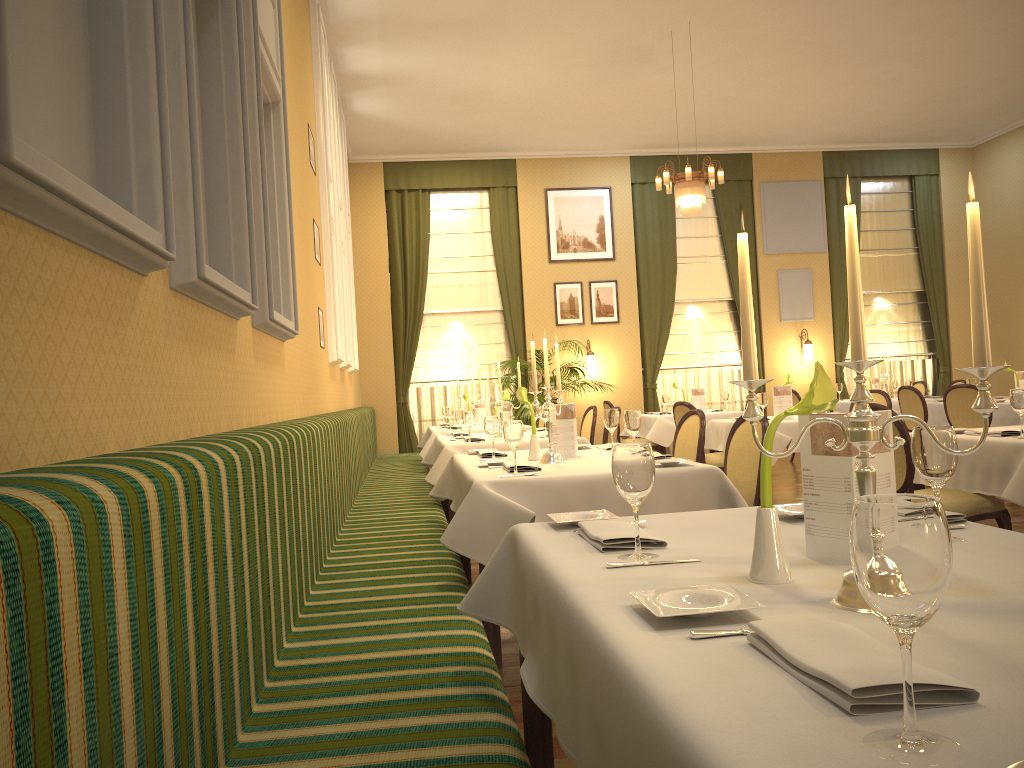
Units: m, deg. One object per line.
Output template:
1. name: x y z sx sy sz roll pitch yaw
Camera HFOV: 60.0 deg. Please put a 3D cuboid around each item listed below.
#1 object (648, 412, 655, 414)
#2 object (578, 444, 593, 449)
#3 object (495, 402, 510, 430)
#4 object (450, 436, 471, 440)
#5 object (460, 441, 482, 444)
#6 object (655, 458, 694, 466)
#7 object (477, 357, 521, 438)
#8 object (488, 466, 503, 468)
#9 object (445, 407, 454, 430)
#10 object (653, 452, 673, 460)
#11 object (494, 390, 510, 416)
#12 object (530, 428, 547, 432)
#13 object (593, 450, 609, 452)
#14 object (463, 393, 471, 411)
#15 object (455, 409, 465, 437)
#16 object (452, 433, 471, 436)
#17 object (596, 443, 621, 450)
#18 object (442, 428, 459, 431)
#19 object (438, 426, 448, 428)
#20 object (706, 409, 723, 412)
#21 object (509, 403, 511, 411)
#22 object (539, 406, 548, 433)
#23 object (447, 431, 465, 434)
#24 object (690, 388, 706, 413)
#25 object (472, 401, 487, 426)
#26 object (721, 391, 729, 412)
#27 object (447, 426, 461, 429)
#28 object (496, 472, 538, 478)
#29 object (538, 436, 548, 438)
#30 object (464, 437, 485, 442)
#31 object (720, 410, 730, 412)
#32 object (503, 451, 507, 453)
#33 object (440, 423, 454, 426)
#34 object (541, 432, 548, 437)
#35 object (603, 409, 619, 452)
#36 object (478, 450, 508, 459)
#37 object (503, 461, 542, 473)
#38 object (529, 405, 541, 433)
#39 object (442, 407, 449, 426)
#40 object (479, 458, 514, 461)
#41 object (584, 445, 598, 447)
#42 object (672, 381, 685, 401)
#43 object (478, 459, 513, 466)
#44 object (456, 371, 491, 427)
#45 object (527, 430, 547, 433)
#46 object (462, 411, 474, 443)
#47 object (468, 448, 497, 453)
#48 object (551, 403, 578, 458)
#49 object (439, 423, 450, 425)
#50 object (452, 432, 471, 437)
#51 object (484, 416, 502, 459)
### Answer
1. object: 1.649 0.343 10.355 0.160 0.024 0.160 -3 -1 -7
2. object: 0.371 0.365 5.095 0.160 0.024 0.160 -3 -1 -7
3. object: -0.049 0.285 7.341 0.166 0.277 0.081 -4 -1 45
4. object: -0.402 0.426 6.933 0.160 0.024 0.160 -3 -1 -7
5. object: -0.302 0.419 6.335 0.181 0.015 0.038 -3 -1 -5
6. object: 0.666 0.335 3.747 0.160 0.024 0.160 -3 -1 -7
7. object: -0.091 0.096 6.911 0.390 0.655 0.131 -3 -1 7
8. object: -0.018 0.383 4.130 0.185 0.010 0.017 -3 -1 -6
9. object: -0.636 0.357 9.104 0.088 0.229 0.088 -4 -1 41
10. object: 0.633 0.337 4.065 0.142 0.033 0.273 -3 -1 -7
11. object: -0.092 0.234 7.125 0.163 0.375 0.076 -3 -1 15
12. object: 0.248 0.398 7.698 0.142 0.024 0.273 -3 -1 -7
13. object: 0.528 0.359 4.817 0.185 0.010 0.017 -3 -1 -7
14. object: -0.484 0.283 9.832 0.076 0.375 0.163 -3 -1 -20
15. object: -0.426 0.329 7.398 0.088 0.229 0.088 -4 -1 35
16. object: -0.438 0.440 7.769 0.181 0.015 0.038 -3 -1 -5
17. object: 0.571 0.354 5.013 0.142 0.024 0.273 -3 -1 -7
18. object: -0.625 0.463 9.014 0.181 0.015 0.038 -3 -1 -5
19. object: -0.724 0.471 9.613 0.160 0.024 0.160 -3 -1 -7
20. object: 2.312 0.306 10.190 0.142 0.024 0.273 -3 -1 -7
21. object: -0.052 0.334 10.092 0.088 0.229 0.088 -4 -1 41
22. object: 0.259 0.285 6.936 0.088 0.229 0.088 -4 -1 41
23. object: -0.495 0.441 7.866 0.160 0.024 0.160 -3 -1 -7
24. object: 2.101 0.189 9.976 0.166 0.277 0.081 -3 -1 0
25. object: -0.372 0.328 9.918 0.166 0.277 0.081 -3 -1 10
26. object: 2.365 0.194 9.835 0.088 0.229 0.088 -4 -1 41
27. object: -0.603 0.458 9.324 0.142 0.033 0.273 -3 -1 -7
28. object: 0.021 0.374 3.650 0.181 0.015 0.038 -3 -1 -5
29. object: 0.277 0.388 6.580 0.181 0.015 0.038 -3 -1 -5
30. object: -0.281 0.414 6.644 0.142 0.033 0.273 -3 -1 -7
31. object: 2.356 0.305 9.936 0.185 0.010 0.017 -3 -1 -7
32. object: -0.114 0.396 5.085 0.181 0.015 0.038 -3 -1 -5
33. object: -0.756 0.476 10.282 0.142 0.033 0.273 -3 -1 -7
34. object: 0.310 0.381 6.749 0.142 0.033 0.273 -3 -1 -7
35. object: 0.534 0.248 4.740 0.088 0.229 0.088 -4 -1 41
36. object: -0.110 0.387 4.918 0.142 0.033 0.273 -3 -1 -7
37. object: 0.042 0.369 3.959 0.142 0.033 0.273 -3 -1 -7
38. object: 0.193 0.294 7.408 0.088 0.229 0.088 -4 -1 41
39. object: -0.748 0.373 10.078 0.088 0.229 0.088 -4 -1 41
40. object: -0.078 0.392 4.631 0.185 0.010 0.017 -3 -1 -6
41. object: 0.492 0.363 5.223 0.181 0.015 0.038 -3 -1 -5
42. object: 1.917 0.149 10.101 0.163 0.375 0.076 -3 -1 15
43. object: -0.079 0.382 4.249 0.160 0.024 0.160 -3 -1 -7
44. object: -0.411 0.139 9.510 0.390 0.655 0.131 -3 -1 -1
45. object: 0.205 0.403 7.502 0.185 0.010 0.017 -3 -1 -7
46. object: -0.313 0.313 6.424 0.088 0.229 0.088 -4 -1 41
47. object: -0.172 0.396 5.182 0.160 0.024 0.160 -3 -1 -7
48. object: 0.291 0.238 4.519 0.166 0.277 0.081 -3 -1 -35
49. object: -0.818 0.485 10.546 0.160 0.024 0.160 -3 -1 -7
50. object: -0.433 0.432 7.602 0.142 0.033 0.273 -3 -1 -7
51. object: -0.103 0.284 4.714 0.088 0.229 0.088 -4 -1 41
